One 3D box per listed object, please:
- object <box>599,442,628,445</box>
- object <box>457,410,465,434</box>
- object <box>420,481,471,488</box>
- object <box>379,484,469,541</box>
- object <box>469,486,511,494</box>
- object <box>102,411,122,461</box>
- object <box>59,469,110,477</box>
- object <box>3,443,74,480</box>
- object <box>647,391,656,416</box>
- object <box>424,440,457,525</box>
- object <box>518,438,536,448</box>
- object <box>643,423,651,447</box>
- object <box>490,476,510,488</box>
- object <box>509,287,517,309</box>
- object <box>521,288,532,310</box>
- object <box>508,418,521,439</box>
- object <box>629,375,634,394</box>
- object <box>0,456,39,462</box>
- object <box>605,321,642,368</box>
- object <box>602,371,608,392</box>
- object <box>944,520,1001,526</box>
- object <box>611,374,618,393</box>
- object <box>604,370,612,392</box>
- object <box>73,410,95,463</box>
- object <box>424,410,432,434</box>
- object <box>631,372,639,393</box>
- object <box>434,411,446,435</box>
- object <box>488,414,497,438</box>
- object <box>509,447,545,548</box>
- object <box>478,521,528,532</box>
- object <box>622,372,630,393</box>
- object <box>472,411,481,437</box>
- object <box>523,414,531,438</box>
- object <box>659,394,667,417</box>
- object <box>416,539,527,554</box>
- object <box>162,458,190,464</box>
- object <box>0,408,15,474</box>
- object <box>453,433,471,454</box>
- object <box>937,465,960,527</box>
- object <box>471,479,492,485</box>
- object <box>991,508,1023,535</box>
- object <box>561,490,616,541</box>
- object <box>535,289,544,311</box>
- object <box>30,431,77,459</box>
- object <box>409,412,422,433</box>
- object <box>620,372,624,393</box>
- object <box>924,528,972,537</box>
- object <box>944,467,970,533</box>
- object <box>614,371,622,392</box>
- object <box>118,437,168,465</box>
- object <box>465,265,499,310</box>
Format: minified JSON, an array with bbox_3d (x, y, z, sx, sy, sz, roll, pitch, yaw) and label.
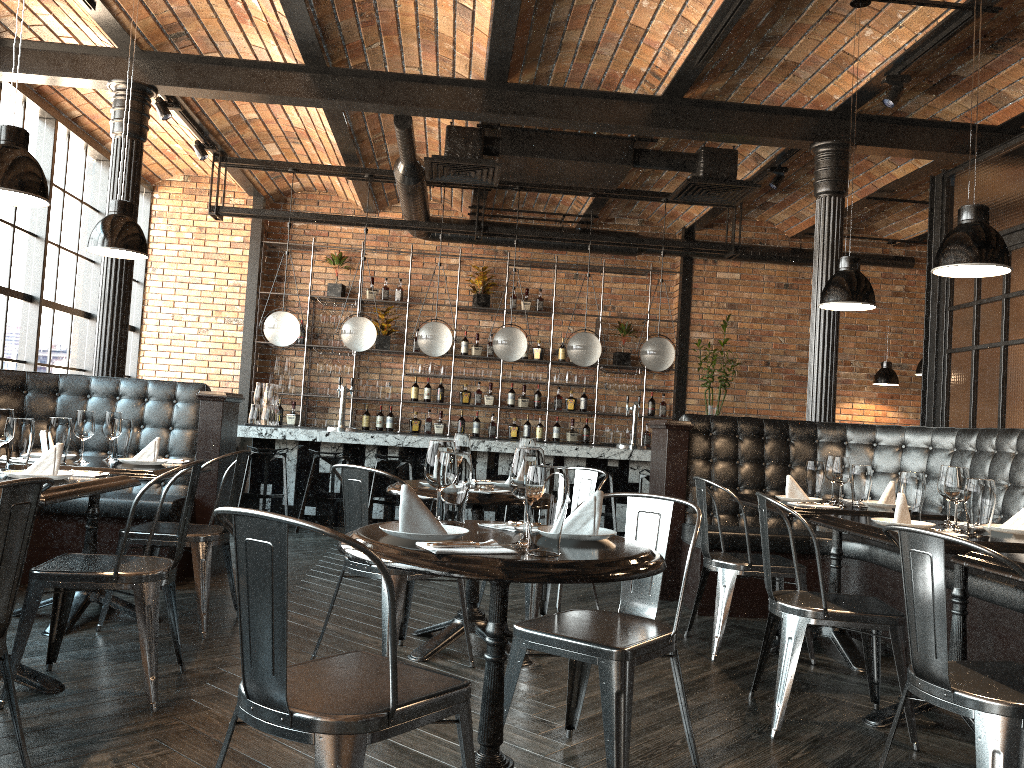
[{"bbox_3d":[1.256,0.714,10.455,0.437,0.019,0.273,4,-3,-4],"label":"object"},{"bbox_3d":[-0.591,0.456,10.362,0.086,0.297,0.086,2,-3,30],"label":"object"},{"bbox_3d":[-0.299,0.405,4.009,0.232,0.139,0.232,1,-3,40],"label":"object"},{"bbox_3d":[-0.223,0.330,2.292,0.232,0.139,0.232,4,-3,-8],"label":"object"},{"bbox_3d":[-0.104,0.469,3.942,0.157,0.019,0.255,2,-3,26],"label":"object"},{"bbox_3d":[-2.009,0.262,4.450,0.092,0.244,0.092,6,-4,-43],"label":"object"},{"bbox_3d":[-1.741,0.348,3.506,0.255,0.019,0.157,4,-3,-3],"label":"object"},{"bbox_3d":[-1.731,0.282,3.251,0.232,0.139,0.232,4,-3,-7],"label":"object"},{"bbox_3d":[1.664,0.238,10.562,0.086,0.299,0.086,1,-4,45],"label":"object"},{"bbox_3d":[-0.203,0.281,2.488,0.092,0.244,0.092,6,-4,-41],"label":"object"},{"bbox_3d":[0.066,0.375,4.142,0.092,0.244,0.092,4,-3,-5],"label":"object"},{"bbox_3d":[1.601,0.607,10.539,0.083,0.282,0.083,4,-3,-19],"label":"object"},{"bbox_3d":[0.012,0.439,4.328,0.232,0.139,0.232,5,-3,-34],"label":"object"},{"bbox_3d":[0.017,-1.005,10.493,0.083,0.282,0.083,4,-3,-4],"label":"object"},{"bbox_3d":[0.172,-0.992,10.505,0.123,0.279,0.123,4,-3,0],"label":"object"},{"bbox_3d":[0.028,0.523,10.428,0.151,0.248,0.094,3,-3,5],"label":"object"},{"bbox_3d":[1.437,-0.007,10.627,0.092,0.244,0.092,2,-3,35],"label":"object"},{"bbox_3d":[-2.240,0.345,4.110,0.255,0.019,0.157,4,-3,-3],"label":"object"},{"bbox_3d":[1.337,-0.485,10.531,0.374,0.560,0.398,5,-3,-32],"label":"object"},{"bbox_3d":[1.125,-0.027,10.605,0.092,0.244,0.092,2,-3,35],"label":"object"},{"bbox_3d":[1.949,0.585,3.717,0.255,0.019,0.157,4,-3,-3],"label":"object"},{"bbox_3d":[1.235,-0.020,10.613,0.092,0.244,0.092,2,-3,35],"label":"object"},{"bbox_3d":[1.137,-0.034,10.441,0.092,0.244,0.092,2,-3,35],"label":"object"},{"bbox_3d":[-2.024,0.249,4.188,0.092,0.244,0.092,6,-4,-43],"label":"object"},{"bbox_3d":[-0.974,0.440,10.360,0.083,0.282,0.083,4,-3,-4],"label":"object"},{"bbox_3d":[1.449,-0.014,10.462,0.092,0.244,0.092,2,-3,35],"label":"object"},{"bbox_3d":[-0.835,0.451,10.356,0.123,0.279,0.123,3,-3,10],"label":"object"},{"bbox_3d":[-0.231,0.488,10.412,0.083,0.282,0.083,4,-3,-19],"label":"object"},{"bbox_3d":[0.038,0.284,2.227,0.092,0.244,0.092,4,-3,-7],"label":"object"},{"bbox_3d":[0.011,0.414,2.610,0.255,0.019,0.157,6,-4,-43],"label":"object"},{"bbox_3d":[1.345,-0.021,10.455,0.092,0.244,0.092,2,-3,35],"label":"object"},{"bbox_3d":[-0.413,0.468,10.407,0.086,0.298,0.086,1,-4,45],"label":"object"},{"bbox_3d":[0.182,0.508,10.454,0.086,0.298,0.086,1,-4,45],"label":"object"},{"bbox_3d":[1.800,0.256,10.568,0.083,0.282,0.083,3,-3,6],"label":"object"},{"bbox_3d":[-0.091,0.385,2.116,0.255,0.019,0.157,5,-3,-23],"label":"object"},{"bbox_3d":[-1.821,0.395,4.615,0.255,0.019,0.157,4,-3,-3],"label":"object"},{"bbox_3d":[-1.929,0.215,3.342,0.092,0.244,0.092,6,-4,-43],"label":"object"},{"bbox_3d":[-0.249,0.363,4.305,0.092,0.244,0.092,4,-3,-5],"label":"object"},{"bbox_3d":[1.781,0.456,3.612,0.092,0.244,0.092,3,-3,13],"label":"object"},{"bbox_3d":[-0.178,0.488,4.442,0.255,0.019,0.157,6,-4,-43],"label":"object"},{"bbox_3d":[1.989,0.522,3.497,0.232,0.139,0.232,5,-3,-33],"label":"object"},{"bbox_3d":[0.178,0.363,2.485,0.232,0.139,0.232,1,-4,41],"label":"object"},{"bbox_3d":[0.329,-0.985,10.514,0.083,0.282,0.083,4,-3,-19],"label":"object"},{"bbox_3d":[-2.254,0.300,4.335,0.232,0.139,0.232,4,-3,-10],"label":"object"},{"bbox_3d":[-1.128,0.448,10.348,0.151,0.248,0.094,4,-3,-15],"label":"object"},{"bbox_3d":[1.333,-0.014,10.620,0.092,0.244,0.092,2,-3,35],"label":"object"},{"bbox_3d":[1.560,0.539,3.258,0.255,0.019,0.157,3,-3,2],"label":"object"},{"bbox_3d":[1.702,0.441,3.394,0.092,0.244,0.092,6,-4,-43],"label":"object"},{"bbox_3d":[1.247,-0.027,10.448,0.092,0.244,0.092,2,-3,35],"label":"object"},{"bbox_3d":[-1.811,0.328,4.360,0.232,0.139,0.232,4,-3,-7],"label":"object"},{"bbox_3d":[-0.366,-1.149,10.508,0.425,0.526,0.430,4,-3,-2],"label":"object"}]
